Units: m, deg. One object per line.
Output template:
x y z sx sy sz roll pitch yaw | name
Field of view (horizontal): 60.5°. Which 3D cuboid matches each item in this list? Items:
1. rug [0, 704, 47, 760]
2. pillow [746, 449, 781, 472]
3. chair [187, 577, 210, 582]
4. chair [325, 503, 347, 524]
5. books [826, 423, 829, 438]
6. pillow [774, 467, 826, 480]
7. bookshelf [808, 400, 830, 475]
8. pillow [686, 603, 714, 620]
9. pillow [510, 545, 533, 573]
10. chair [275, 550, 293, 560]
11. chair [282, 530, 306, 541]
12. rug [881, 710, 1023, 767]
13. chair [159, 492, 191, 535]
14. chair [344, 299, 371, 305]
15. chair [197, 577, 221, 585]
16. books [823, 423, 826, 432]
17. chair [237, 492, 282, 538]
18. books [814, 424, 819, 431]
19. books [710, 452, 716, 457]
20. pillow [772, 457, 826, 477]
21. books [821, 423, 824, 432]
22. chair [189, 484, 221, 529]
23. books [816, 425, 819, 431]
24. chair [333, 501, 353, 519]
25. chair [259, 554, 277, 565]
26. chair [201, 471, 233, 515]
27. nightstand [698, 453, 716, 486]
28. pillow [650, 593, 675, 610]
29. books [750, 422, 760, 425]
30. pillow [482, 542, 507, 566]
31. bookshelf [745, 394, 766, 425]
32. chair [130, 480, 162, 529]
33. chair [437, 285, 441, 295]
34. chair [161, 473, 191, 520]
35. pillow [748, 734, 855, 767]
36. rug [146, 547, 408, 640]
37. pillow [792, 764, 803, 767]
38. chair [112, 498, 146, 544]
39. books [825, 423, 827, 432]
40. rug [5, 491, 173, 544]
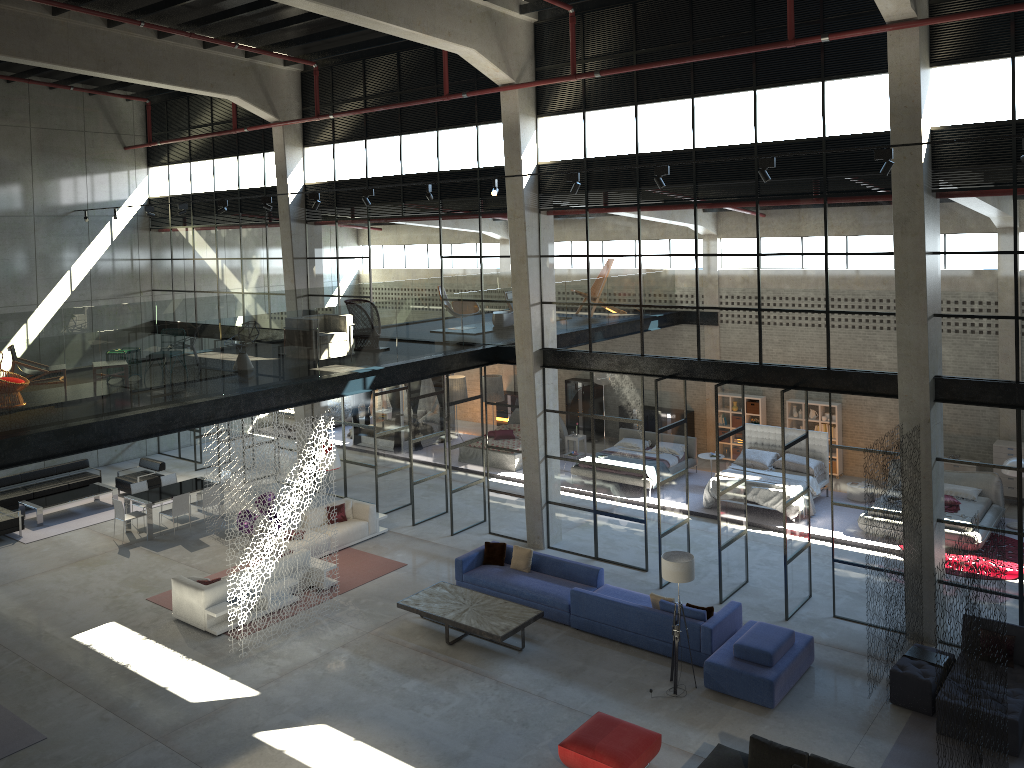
-7.875 4.528 10.180 2.654 0.020 3.665 6 12 37 | rug
5.457 1.699 19.610 1.029 0.371 0.671 6 11 41 | pillow
-5.021 3.233 14.248 0.390 0.270 0.322 0 6 13 | chair
-3.517 2.604 17.571 0.411 0.334 0.258 -4 5 -19 | chair
7.620 1.111 21.073 0.055 0.340 0.254 0 4 38 | books
6.306 1.815 19.176 0.962 0.328 0.722 5 11 38 | pillow
7.346 1.310 21.314 1.242 1.749 0.332 2 3 38 | bookshelf
2.670 3.291 12.451 0.398 0.369 0.262 0 5 17 | pillow
0.163 2.954 14.804 0.402 0.379 0.208 3 6 39 | pillow
-3.972 3.044 15.076 0.269 0.320 0.399 2 8 40 | chair
-4.139 2.854 16.645 0.415 0.107 0.411 -3 9 -6 | chair
5.847 4.334 9.036 3.638 0.020 2.674 6 12 37 | rug
-6.997 2.688 18.231 0.546 0.866 0.423 1 4 38 | chair
-2.972 -1.188 17.457 0.687 0.982 0.835 -1 5 8 | chair
-4.821 3.249 14.063 0.402 0.334 0.285 -2 5 -7 | chair
7.563 1.109 21.117 0.059 0.332 0.254 0 4 38 | books
-5.242 2.700 18.226 0.657 0.744 0.804 2 7 38 | chair
7.358 1.126 21.216 0.089 0.274 0.188 0 4 38 | books
4.697 1.634 20.260 0.229 0.042 0.304 0 10 12 | books
6.253 1.731 19.117 0.982 0.290 0.698 6 11 40 | pillow
7.527 1.106 21.145 0.069 0.333 0.254 0 4 38 | books
-6.568 2.581 18.784 0.546 0.866 0.423 1 4 38 | chair
7.391 1.134 21.196 0.061 0.264 0.188 0 4 38 | books
-3.410 2.570 17.746 0.381 0.336 0.255 -4 5 -18 | chair
-4.185 3.088 14.860 0.269 0.316 0.397 1 7 25 | chair
-6.607 2.431 19.666 0.420 0.866 0.549 1 4 38 | chair
4.606 2.008 20.253 0.601 0.696 0.608 -1 5 10 | nightstand
2.213 3.248 12.753 0.402 0.379 0.208 3 6 39 | pillow
6.178 1.014 22.212 0.257 0.046 0.215 6 12 37 | books
-0.294 2.920 15.107 0.398 0.369 0.262 0 5 17 | pillow
5.855 1.158 22.463 1.242 1.749 0.332 2 3 38 | bookshelf
-7.901 2.593 18.934 0.546 0.866 0.423 1 4 38 | chair
-1.210 -1.829 20.790 0.978 1.023 0.796 -4 5 -24 | chair
-7.472 2.487 19.486 0.546 0.866 0.423 1 4 38 | chair
3.039 3.932 8.534 0.744 0.415 1.597 -5 10 -22 | pillow
-4.077 3.500 15.553 2.654 0.020 3.665 6 12 37 | rug
2.906 3.943 8.592 0.343 0.306 0.188 3 6 36 | pillow
-7.861 2.743 18.052 0.420 0.866 0.549 1 4 38 | chair
7.606 1.110 21.107 0.064 0.333 0.254 0 4 38 | books
-9.829 2.908 19.961 2.416 0.025 3.424 6 12 37 | rug
